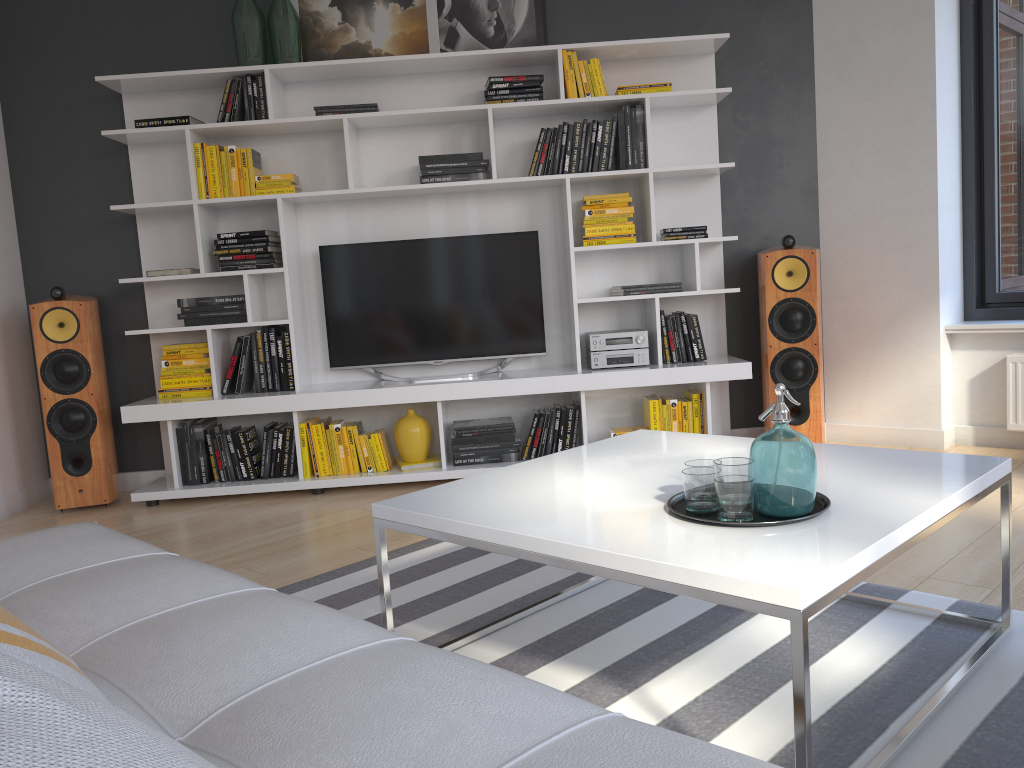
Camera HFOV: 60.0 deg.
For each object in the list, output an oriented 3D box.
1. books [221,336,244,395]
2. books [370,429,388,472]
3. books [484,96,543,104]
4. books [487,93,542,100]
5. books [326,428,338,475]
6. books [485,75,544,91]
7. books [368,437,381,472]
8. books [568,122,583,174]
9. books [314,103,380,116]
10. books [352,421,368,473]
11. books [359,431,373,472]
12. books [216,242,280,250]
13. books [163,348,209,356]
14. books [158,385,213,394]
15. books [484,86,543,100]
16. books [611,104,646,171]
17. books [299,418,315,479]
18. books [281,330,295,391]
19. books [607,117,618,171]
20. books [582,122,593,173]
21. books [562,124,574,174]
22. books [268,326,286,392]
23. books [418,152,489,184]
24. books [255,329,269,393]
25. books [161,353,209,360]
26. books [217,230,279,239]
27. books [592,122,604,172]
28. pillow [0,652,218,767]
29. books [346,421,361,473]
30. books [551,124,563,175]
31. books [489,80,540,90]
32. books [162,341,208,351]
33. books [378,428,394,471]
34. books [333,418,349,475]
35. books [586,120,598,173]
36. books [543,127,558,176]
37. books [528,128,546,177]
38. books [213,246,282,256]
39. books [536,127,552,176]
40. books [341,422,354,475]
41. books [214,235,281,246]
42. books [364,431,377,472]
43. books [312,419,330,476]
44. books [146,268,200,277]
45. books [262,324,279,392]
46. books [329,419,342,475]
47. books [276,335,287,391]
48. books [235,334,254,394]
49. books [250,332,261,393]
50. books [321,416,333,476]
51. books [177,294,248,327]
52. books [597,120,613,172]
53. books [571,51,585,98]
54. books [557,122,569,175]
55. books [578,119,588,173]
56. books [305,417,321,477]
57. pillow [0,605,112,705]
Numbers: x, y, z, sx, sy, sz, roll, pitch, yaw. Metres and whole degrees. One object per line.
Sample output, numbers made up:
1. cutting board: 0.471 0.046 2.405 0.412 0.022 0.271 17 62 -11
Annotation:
1. books: -1.384 -0.101 4.494 0.142 0.284 0.232 -4 6 0
2. books: -0.650 0.327 4.403 0.067 0.193 0.148 -4 6 1
3. books: 0.014 -1.370 4.363 0.284 0.030 0.214 -4 6 3
4. books: 0.011 -1.396 4.364 0.264 0.020 0.189 -4 6 -2
5. books: -0.882 0.327 4.403 0.042 0.230 0.156 -4 6 -2
6. books: 0.009 -1.476 4.359 0.266 0.030 0.209 -5 6 -7
7. books: -0.674 0.343 4.389 0.049 0.169 0.113 -4 6 -1
8. books: 0.307 -1.149 4.376 0.084 0.249 0.191 -4 6 0
9. books: -0.804 -1.321 4.352 0.310 0.047 0.250 -5 6 -5
10. books: -0.750 0.310 4.427 0.056 0.235 0.172 -4 6 -1
11. books: -0.715 0.334 4.407 0.056 0.188 0.138 -4 6 0
12. books: -1.310 -0.685 4.415 0.264 0.020 0.189 -4 6 3
13. books: -1.616 -0.169 4.491 0.234 0.024 0.171 -4 6 4
14. books: -1.617 0.016 4.499 0.269 0.025 0.213 -4 6 3
15. books: 0.012 -1.423 4.381 0.284 0.030 0.214 -4 6 3
16. books: 0.577 -1.201 4.401 0.128 0.321 0.259 -4 6 0
17. books: -1.007 0.314 4.392 0.029 0.270 0.204 -4 6 0
18. books: -1.100 -0.125 4.482 0.051 0.297 0.230 -4 6 0
19. books: 0.483 -1.166 4.375 0.066 0.260 0.197 -4 6 0
20. books: 0.363 -1.145 4.350 0.069 0.242 0.172 -4 6 0
21. books: 0.270 -1.141 4.372 0.068 0.243 0.179 -4 6 -2
22. books: -1.174 -0.129 4.486 0.034 0.315 0.239 -4 6 0
23. books: -0.288 -1.055 4.409 0.343 0.137 0.277 -5 6 -5
24. books: -1.237 -0.124 4.482 0.034 0.314 0.237 -4 6 0
25. books: -1.623 -0.145 4.498 0.238 0.023 0.167 -2 7 15
26. books: -1.308 -0.737 4.402 0.246 0.026 0.180 -3 6 7
27. books: 0.412 -1.152 4.363 0.071 0.243 0.179 -4 6 -1
28. pillow: 0.716 0.190 0.585 2.156 0.456 0.580 -6 7 -19
29. books: -0.781 0.313 4.418 0.043 0.235 0.171 -4 6 -2
30. books: 0.221 -1.135 4.352 0.069 0.242 0.172 -4 6 0
31. books: 0.014 -1.448 4.351 0.246 0.026 0.180 -4 6 2
32. books: -1.628 -0.195 4.512 0.234 0.024 0.171 -4 6 4
33. books: -0.626 0.324 4.411 0.046 0.193 0.149 -4 6 0
34. books: -0.837 0.309 4.416 0.055 0.252 0.185 -4 6 -2
35. books: 0.385 -1.156 4.376 0.075 0.254 0.192 -4 6 -1
36. books: 0.186 -1.131 4.365 0.081 0.233 0.169 -4 6 -1
37. books: 0.121 -1.127 4.373 0.104 0.234 0.182 -4 6 0
38. books: -1.307 -0.659 4.414 0.284 0.030 0.214 -3 6 8
39. books: 0.155 -1.129 4.378 0.096 0.234 0.187 -4 6 0
40. books: -0.805 0.315 4.398 0.043 0.240 0.169 -4 6 -2
41. books: -1.307 -0.713 4.432 0.284 0.030 0.214 -3 6 8
42. books: -0.694 0.334 4.400 0.046 0.187 0.134 -4 6 -1
43. books: -0.933 0.313 4.419 0.066 0.258 0.198 -4 6 0
44. books: -1.675 -0.551 4.414 0.209 0.030 0.266 -5 6 -7
45. books: -1.204 -0.133 4.485 0.026 0.326 0.237 -4 6 0
46. books: -0.862 0.312 4.406 0.041 0.252 0.180 -4 6 0
47. books: -1.139 -0.111 4.482 0.028 0.272 0.200 -4 6 0
48. books: -1.333 -0.105 4.476 0.100 0.289 0.210 -4 6 -1
49. books: -1.267 -0.113 4.478 0.028 0.301 0.213 -4 6 0
50. books: -0.903 0.307 4.418 0.038 0.267 0.202 -4 6 0
51. books: -1.473 -0.372 4.469 0.343 0.137 0.277 -4 6 0
52. books: 0.449 -1.159 4.375 0.084 0.249 0.191 -4 6 0
53. books: 0.313 -1.484 4.321 0.054 0.224 0.164 -4 6 -1
54. books: 0.243 -1.147 4.377 0.075 0.254 0.192 -4 6 -1
55. books: 0.340 -1.156 4.377 0.066 0.260 0.197 -4 6 0
56. books: -0.969 0.309 4.412 0.048 0.271 0.213 -4 6 0
57. pillow: 0.402 0.235 0.548 2.095 0.440 0.630 -4 6 2
